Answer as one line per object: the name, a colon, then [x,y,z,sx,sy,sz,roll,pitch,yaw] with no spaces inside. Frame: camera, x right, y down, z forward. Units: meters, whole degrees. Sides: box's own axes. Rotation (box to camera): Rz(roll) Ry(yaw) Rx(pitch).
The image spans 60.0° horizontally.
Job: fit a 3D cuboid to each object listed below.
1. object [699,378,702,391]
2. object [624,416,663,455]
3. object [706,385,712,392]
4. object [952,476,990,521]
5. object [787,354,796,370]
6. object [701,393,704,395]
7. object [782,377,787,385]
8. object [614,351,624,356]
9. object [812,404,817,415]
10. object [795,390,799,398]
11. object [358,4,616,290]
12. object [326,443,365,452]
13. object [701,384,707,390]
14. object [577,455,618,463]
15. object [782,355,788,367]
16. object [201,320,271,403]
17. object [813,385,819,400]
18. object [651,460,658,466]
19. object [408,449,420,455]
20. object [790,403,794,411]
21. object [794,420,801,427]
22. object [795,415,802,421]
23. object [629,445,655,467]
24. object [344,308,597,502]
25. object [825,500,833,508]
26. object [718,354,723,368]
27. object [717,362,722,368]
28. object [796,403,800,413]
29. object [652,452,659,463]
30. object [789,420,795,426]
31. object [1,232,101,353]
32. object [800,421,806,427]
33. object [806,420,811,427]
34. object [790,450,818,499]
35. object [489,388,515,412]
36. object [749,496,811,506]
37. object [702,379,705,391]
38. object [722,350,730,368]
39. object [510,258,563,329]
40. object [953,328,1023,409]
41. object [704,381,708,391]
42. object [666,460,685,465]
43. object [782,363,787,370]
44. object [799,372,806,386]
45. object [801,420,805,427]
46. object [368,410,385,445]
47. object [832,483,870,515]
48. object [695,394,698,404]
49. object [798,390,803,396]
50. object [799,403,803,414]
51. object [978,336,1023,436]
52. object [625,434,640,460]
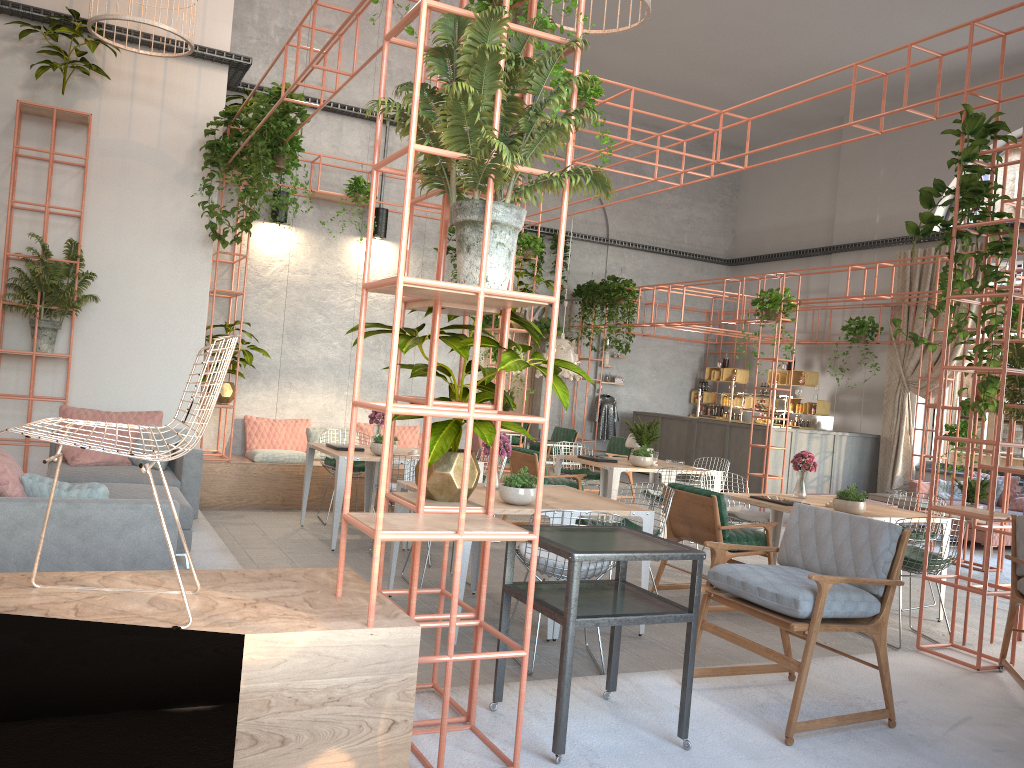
object: [4.097,0.008,19.261,0.066,0.291,0.066,5,0,34]
object: [1.455,0.613,9.758,0.438,0.527,0.368,5,0,-26]
object: [4.268,0.095,19.230,0.115,0.147,0.115,5,0,19]
object: [5.181,1.265,9.951,0.438,0.527,0.368,5,0,-26]
object: [5.381,-0.450,17.056,0.134,0.386,0.134,5,0,-38]
object: [4.120,0.309,19.159,0.072,0.248,0.094,5,0,-26]
object: [5.256,-0.056,17.005,0.123,0.142,0.141,5,0,-26]
object: [2.242,-0.639,18.579,0.263,0.101,0.013,5,0,-26]
object: [5.570,0.465,16.265,0.131,0.207,0.131,5,0,19]
object: [5.366,0.188,16.700,0.083,0.159,0.083,5,0,19]
object: [-0.068,-0.892,3.286,0.894,1.101,0.900,5,0,28]
object: [-1.590,0.602,8.441,0.268,0.031,0.427,5,0,-26]
object: [4.151,0.085,19.172,0.115,0.147,0.115,5,0,19]
object: [0.932,0.818,9.690,0.268,0.031,0.427,5,0,-26]
object: [5.325,-0.413,17.243,0.134,0.301,0.134,5,0,-38]
object: [-3.117,-0.253,9.613,0.934,0.919,0.903,5,0,35]
object: [5.638,0.155,16.438,0.075,0.273,0.075,5,0,-38]
object: [1.521,0.849,9.581,0.115,0.078,0.115,5,0,-21]
object: [-0.921,0.640,8.372,0.115,0.078,0.115,5,0,-21]
object: [5.283,0.447,16.750,0.069,0.191,0.069,5,0,-14]
object: [5.349,0.738,16.606,0.115,0.107,0.115,5,0,30]
object: [5.389,0.637,16.691,0.115,0.107,0.115,5,0,30]
object: [1.361,0.748,9.323,0.248,0.247,0.254,5,0,-26]
object: [-0.173,0.038,3.730,0.934,0.923,0.903,5,0,30]
object: [2.580,0.966,7.129,0.115,0.073,0.115,5,0,-32]
object: [4.479,-0.488,18.965,0.134,0.301,0.134,5,0,-38]
object: [4.383,-0.407,18.742,0.088,0.123,0.088,5,0,30]
object: [5.355,0.454,16.604,0.069,0.191,0.069,5,0,9]
object: [1.609,0.828,10.038,0.095,0.119,0.095,5,0,-2]
object: [5.292,0.733,16.723,0.115,0.107,0.115,5,0,-29]
object: [-4.379,-0.845,8.366,0.894,1.097,0.900,5,0,3]
object: [5.460,0.748,16.661,0.115,0.107,0.115,5,0,-20]
object: [5.563,0.745,16.629,0.073,0.131,0.073,5,0,-33]
object: [2.503,0.777,7.626,0.213,0.414,0.225,5,0,-34]
object: [-0.141,0.298,11.161,0.438,0.527,0.368,5,0,-26]
object: [2.172,0.954,7.201,0.268,0.031,0.427,5,0,-26]
object: [4.165,0.014,19.296,0.066,0.291,0.066,5,0,-20]
object: [4.535,-0.525,18.777,0.134,0.386,0.134,5,0,7]
object: [0.114,-1.153,11.130,0.934,0.947,0.903,5,0,25]
object: [5.410,-0.186,9.900,0.923,0.946,0.924,5,0,30]
object: [4.239,0.020,19.330,0.066,0.291,0.066,5,0,14]
object: [1.847,0.888,10.030,0.218,0.041,0.218,5,0,-18]
object: [5.229,-0.331,17.020,0.088,0.123,0.088,5,0,30]
object: [5.484,-0.095,16.692,0.137,0.261,0.137,5,0,10]
object: [5.438,0.734,16.561,0.073,0.131,0.073,5,0,-33]
object: [-1.322,0.432,8.787,0.213,0.414,0.225,5,0,-34]
object: [2.600,0.884,6.835,0.247,0.247,0.252,5,0,-26]
object: [4.060,0.329,19.305,0.131,0.207,0.131,5,0,19]
object: [5.406,0.191,16.618,0.083,0.159,0.083,5,0,19]
object: [5.395,0.458,16.523,0.069,0.191,0.069,5,0,-9]
object: [3.768,0.053,6.229,0.894,1.100,0.900,5,0,3]
object: [1.406,0.726,10.083,0.241,0.313,0.241,5,0,19]
